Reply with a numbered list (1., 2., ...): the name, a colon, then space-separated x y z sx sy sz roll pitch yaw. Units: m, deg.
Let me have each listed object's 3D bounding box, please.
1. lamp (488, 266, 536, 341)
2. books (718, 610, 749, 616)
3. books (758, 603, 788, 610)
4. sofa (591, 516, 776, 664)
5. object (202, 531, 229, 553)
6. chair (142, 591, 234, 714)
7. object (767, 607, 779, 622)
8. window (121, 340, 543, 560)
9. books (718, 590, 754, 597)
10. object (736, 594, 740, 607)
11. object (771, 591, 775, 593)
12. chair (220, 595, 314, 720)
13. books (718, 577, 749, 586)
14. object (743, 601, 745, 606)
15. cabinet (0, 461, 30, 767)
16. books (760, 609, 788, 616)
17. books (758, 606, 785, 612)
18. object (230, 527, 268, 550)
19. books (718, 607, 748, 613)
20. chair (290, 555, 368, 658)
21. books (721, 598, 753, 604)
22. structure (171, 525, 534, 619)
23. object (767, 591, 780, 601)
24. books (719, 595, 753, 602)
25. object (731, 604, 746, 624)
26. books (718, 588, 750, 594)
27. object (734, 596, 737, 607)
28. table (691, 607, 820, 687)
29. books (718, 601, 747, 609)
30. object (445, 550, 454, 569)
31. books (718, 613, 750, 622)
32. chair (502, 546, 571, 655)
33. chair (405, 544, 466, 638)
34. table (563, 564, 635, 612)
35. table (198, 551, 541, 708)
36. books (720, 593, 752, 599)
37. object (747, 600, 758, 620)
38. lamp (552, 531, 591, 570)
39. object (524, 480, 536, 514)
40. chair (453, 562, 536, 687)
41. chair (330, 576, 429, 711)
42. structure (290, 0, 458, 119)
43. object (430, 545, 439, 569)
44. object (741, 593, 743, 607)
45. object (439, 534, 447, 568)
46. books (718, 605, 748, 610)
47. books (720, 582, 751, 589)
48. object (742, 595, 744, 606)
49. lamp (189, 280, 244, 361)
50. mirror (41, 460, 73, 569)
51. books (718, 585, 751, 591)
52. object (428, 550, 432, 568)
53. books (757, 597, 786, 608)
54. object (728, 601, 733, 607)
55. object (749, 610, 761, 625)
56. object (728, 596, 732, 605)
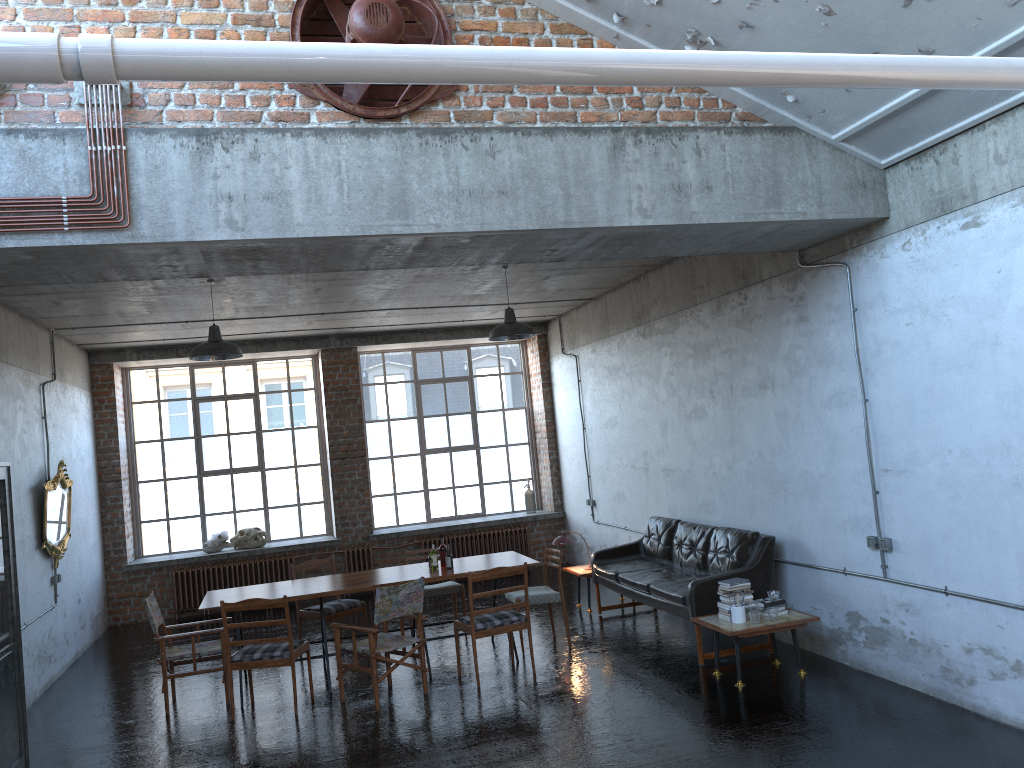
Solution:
1. lamp: -0.044 -0.925 9.311 0.502 0.891 0.502 -5 -3 -11
2. books: 1.862 1.879 7.338 0.249 0.023 0.175 -4 -3 -19
3. books: 2.136 1.838 7.375 0.243 0.024 0.175 -4 -3 -19
4. sofa: 1.646 1.968 9.007 0.929 1.045 2.610 -5 -3 -15
5. object: -4.393 2.348 13.156 0.281 0.281 0.575 -6 -3 11
6. chair: -2.928 2.400 8.099 0.713 1.031 0.574 -5 -3 -15
7. object: 2.092 1.847 7.103 0.092 0.099 0.092 -3 -4 -37
8. window: 1.474 2.260 15.477 19.864 12.900 0.747 -5 -3 -15
9. books: 1.853 1.729 7.361 0.244 0.019 0.174 -5 -3 -15
10. object: 1.842 1.814 7.200 0.023 0.204 0.037 -7 -4 24
11. object: 2.170 1.753 7.363 0.081 0.060 0.065 -3 -4 -33
12. chair: -2.086 2.304 7.600 0.573 1.028 0.509 -6 -3 4
13. books: 1.842 1.644 7.374 0.201 0.024 0.159 -4 -4 -25
14. object: 1.852 1.833 7.154 0.068 0.159 0.009 -5 -3 -2
15. cabinet: -3.491 1.628 5.143 0.572 2.297 2.386 -5 -3 -15
16. books: 2.139 1.890 7.364 0.179 0.034 0.243 -4 -4 -32
17. books: 2.126 1.863 7.369 0.166 0.024 0.227 -3 -4 -36
18. object: -3.946 2.297 13.213 0.418 0.305 0.625 -3 -4 -41
19. books: 1.860 1.856 7.339 0.249 0.023 0.175 -5 -3 -15
20. chair: -1.943 2.396 9.467 0.509 1.028 0.573 -8 -4 39
21. books: 1.866 1.791 7.359 0.221 0.023 0.147 -5 -3 -16
22. structure: -2.256 2.774 13.241 5.349 0.713 0.232 -5 -3 -15
23. object: 2.171 1.759 7.361 0.103 0.068 0.103 -3 -4 -42
24. books: 1.862 1.771 7.365 0.224 0.021 0.158 -5 -3 -15
25. object: 1.828 1.858 7.157 0.110 0.137 0.110 -5 -3 -15
26. books: 1.843 1.709 7.360 0.231 0.023 0.162 -6 -3 0
27. object: 1.820 1.807 7.202 0.009 0.167 0.061 -5 -3 -3
28. table: 2.001 2.140 7.252 0.811 0.458 0.649 -5 -3 -15
29. books: 1.861 1.817 7.360 0.245 0.028 0.193 -4 -3 -20
30. object: -0.616 1.712 8.673 0.051 0.180 0.097 -2 -4 -43
31. books: 1.863 1.911 7.337 0.248 0.043 0.192 -5 -3 -15
32. chair: 0.247 2.172 8.967 0.577 0.971 0.589 -5 -3 -15
33. chair: -0.871 2.335 9.923 0.589 0.971 0.577 -5 -3 -15
34. table: 1.112 2.417 10.620 0.811 0.458 0.649 -5 -3 -15
35. table: -1.311 2.326 8.572 3.112 0.917 1.067 -5 -3 -15
36. books: 1.860 1.749 7.360 0.205 0.022 0.155 -4 -3 -20
37. object: 1.954 1.836 7.175 0.087 0.155 0.087 -3 -4 -42
38. lamp: 0.724 1.978 10.537 0.496 0.492 0.220 -4 -4 -23
39. object: 0.287 1.833 14.476 0.172 0.551 0.172 -7 -4 29
40. chair: -0.178 2.141 7.996 0.573 1.028 0.509 -4 -4 -26
41. chair: -1.112 2.196 7.607 0.574 1.031 0.713 -2 -5 -45
42. structure: -0.897 -2.192 5.622 1.058 1.096 0.808 -5 -3 -15
43. object: -0.766 1.699 8.725 0.070 0.235 0.041 -5 -3 -16
44. object: 1.859 1.792 7.188 0.052 0.185 0.009 -5 -3 -13
45. object: -0.683 1.652 8.792 0.075 0.324 0.075 -6 -3 10
46. books: 1.864 1.837 7.357 0.255 0.014 0.192 -5 -3 -12
47. books: 1.852 1.664 7.366 0.205 0.020 0.155 -5 -3 -15
48. object: 1.863 1.799 7.175 0.062 0.169 0.009 -5 -3 -16
49. lamp: -2.880 -0.694 8.543 0.502 0.891 0.502 -5 -3 -11
50. mirror: -4.998 1.438 9.802 0.172 1.182 1.339 -5 -3 -15
51. books: 1.852 1.687 7.374 0.209 0.023 0.167 -4 -3 -21
52. object: -0.797 1.744 8.832 0.077 0.173 0.077 -4 -4 -29
53. books: 2.126 1.812 7.368 0.225 0.029 0.179 -4 -4 -23
54. object: 1.802 1.825 7.166 0.137 0.190 0.009 -5 -3 -12
55. object: 1.936 1.859 7.061 0.092 0.099 0.092 -3 -4 -37
56. object: 1.784 1.818 7.177 0.046 0.202 0.023 -7 -3 21
